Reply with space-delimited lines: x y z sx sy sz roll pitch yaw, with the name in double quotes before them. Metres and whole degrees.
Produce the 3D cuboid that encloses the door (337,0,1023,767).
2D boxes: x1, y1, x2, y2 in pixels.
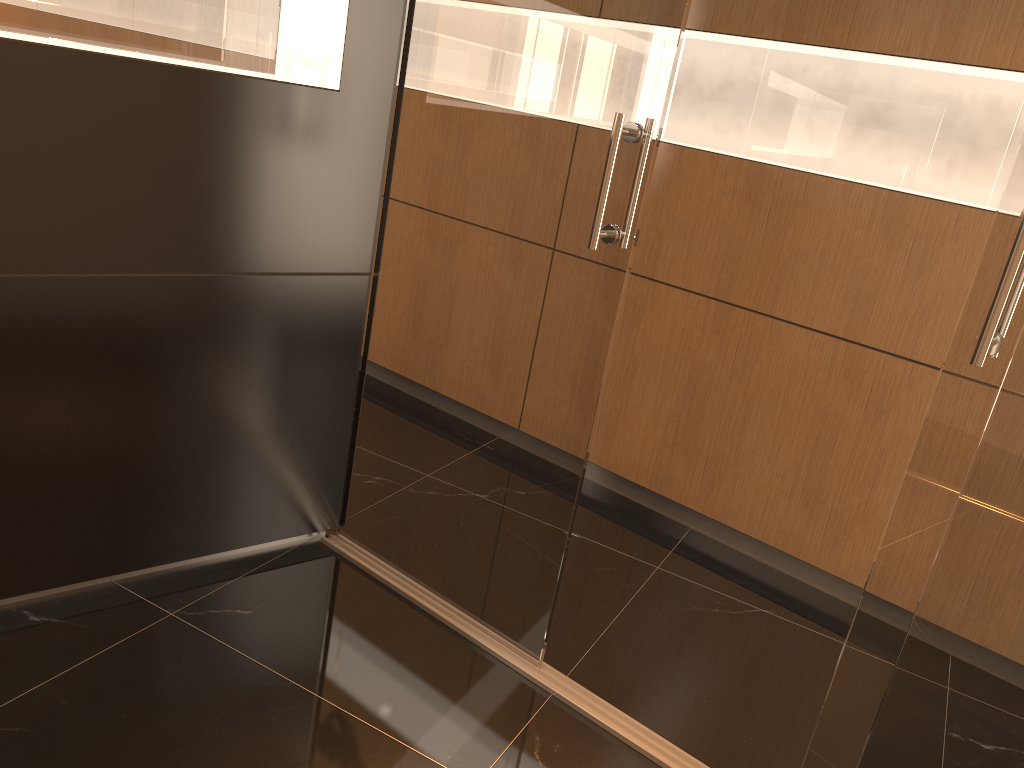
"door" 0.675 -0.594 1.844 2.473 3.285 0.098 23 22 33
